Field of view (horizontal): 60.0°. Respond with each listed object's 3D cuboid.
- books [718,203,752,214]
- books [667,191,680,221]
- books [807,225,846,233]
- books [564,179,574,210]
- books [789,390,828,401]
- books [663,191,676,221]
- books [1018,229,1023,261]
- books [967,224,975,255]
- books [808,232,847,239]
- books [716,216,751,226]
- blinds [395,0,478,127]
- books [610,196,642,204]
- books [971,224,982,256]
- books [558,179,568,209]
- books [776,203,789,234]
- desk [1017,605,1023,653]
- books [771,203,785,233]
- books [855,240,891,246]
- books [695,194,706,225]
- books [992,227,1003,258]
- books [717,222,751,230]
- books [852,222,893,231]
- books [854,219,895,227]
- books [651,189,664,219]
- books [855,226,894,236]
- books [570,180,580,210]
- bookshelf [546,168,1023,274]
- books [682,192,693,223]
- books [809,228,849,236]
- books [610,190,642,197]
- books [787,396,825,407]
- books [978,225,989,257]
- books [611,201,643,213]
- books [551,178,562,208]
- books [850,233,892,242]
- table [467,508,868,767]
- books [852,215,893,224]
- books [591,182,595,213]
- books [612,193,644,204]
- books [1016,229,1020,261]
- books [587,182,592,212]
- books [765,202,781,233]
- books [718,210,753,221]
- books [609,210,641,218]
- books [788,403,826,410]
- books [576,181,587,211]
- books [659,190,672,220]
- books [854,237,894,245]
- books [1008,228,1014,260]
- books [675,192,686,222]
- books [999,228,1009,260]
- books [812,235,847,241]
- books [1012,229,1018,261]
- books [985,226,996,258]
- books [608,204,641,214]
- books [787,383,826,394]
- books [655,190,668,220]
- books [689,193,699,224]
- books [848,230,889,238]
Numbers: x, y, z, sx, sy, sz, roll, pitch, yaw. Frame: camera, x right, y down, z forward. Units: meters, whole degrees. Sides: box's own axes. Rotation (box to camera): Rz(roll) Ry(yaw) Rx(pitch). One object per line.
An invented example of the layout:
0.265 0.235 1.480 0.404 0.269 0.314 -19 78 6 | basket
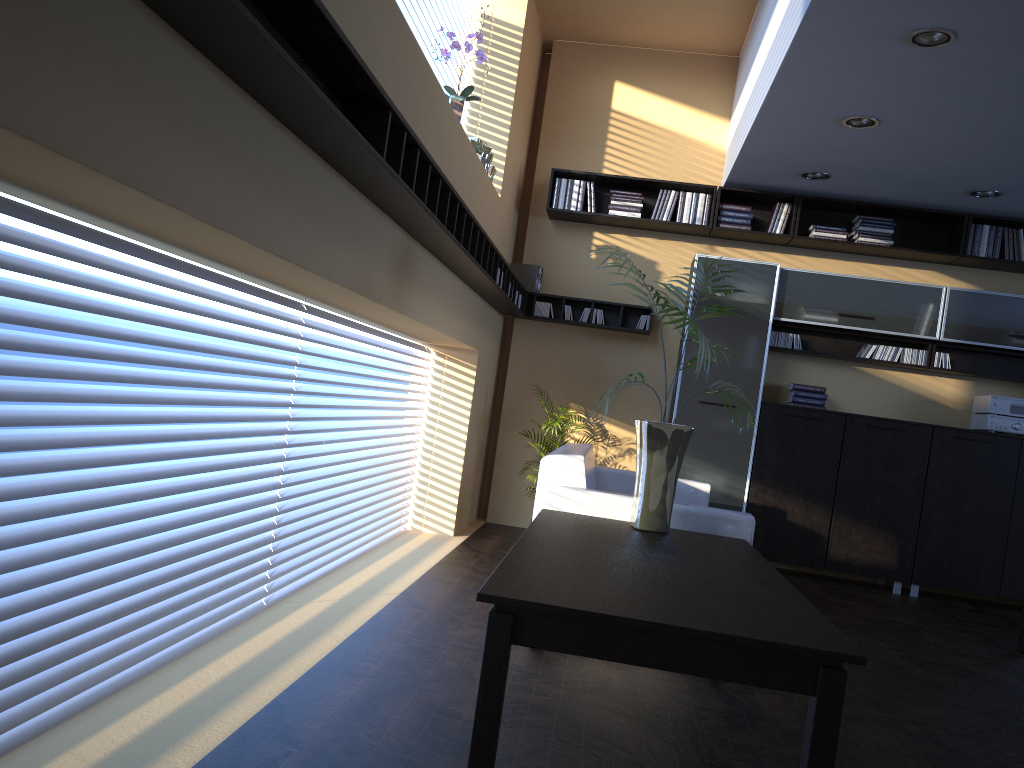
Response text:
1.790 -1.405 7.177 0.258 0.050 0.207 8 -1 6 | books
1.307 -1.422 7.243 0.075 0.259 0.207 8 0 6 | books
2.514 -1.227 7.095 0.258 0.028 0.207 8 -1 6 | books
0.472 -1.537 7.322 0.050 0.258 0.207 8 0 6 | books
2.375 0.092 7.112 0.258 0.050 0.207 8 -1 7 | books
1.274 -1.427 7.231 0.075 0.259 0.207 8 0 6 | books
3.937 -1.060 6.914 0.072 0.258 0.207 8 0 6 | books
3.563 -1.111 6.975 0.050 0.258 0.207 8 0 7 | books
2.514 -1.170 7.082 0.258 0.028 0.207 8 -1 7 | books
1.784 -1.303 7.171 0.258 0.050 0.207 8 -1 6 | books
-0.661 -2.237 3.888 0.039 1.461 5.394 8 -1 7 | blinds
0.934 -1.489 7.269 0.258 0.028 0.207 8 -1 7 | books
3.615 -1.104 6.969 0.050 0.258 0.207 8 0 7 | books
0.422 -1.544 7.339 0.050 0.258 0.207 8 0 6 | books
2.156 -1.305 7.127 0.075 0.259 0.207 8 0 6 | books
3.399 1.180 4.339 0.913 0.890 1.896 8 -1 7 | desk
2.126 -1.309 7.145 0.075 0.259 0.207 8 0 6 | books
2.845 -1.096 7.048 0.258 0.028 0.207 8 -1 6 | books
1.522 -1.393 7.201 0.050 0.258 0.207 8 0 7 | books
3.768 -1.083 6.950 0.050 0.258 0.207 8 0 7 | books
1.788 -1.250 7.175 0.258 0.050 0.207 8 -1 6 | books
2.865 -1.238 7.049 0.258 0.028 0.207 8 -1 6 | books
2.880 -1.264 7.045 0.258 0.028 0.207 8 -1 6 | books
1.181 -1.439 7.249 0.075 0.259 0.207 8 0 7 | books
2.873 -1.208 7.059 0.258 0.028 0.207 8 -1 7 | books
0.524 -1.530 7.324 0.050 0.258 0.207 8 0 7 | books
2.840 -1.230 7.070 5.122 0.340 0.361 8 0 7 | bookshelf
1.421 -1.406 7.220 0.050 0.258 0.207 8 0 7 | books
2.530 -1.196 7.087 0.258 0.028 0.207 8 -1 6 | books
0.935 -1.546 7.284 0.258 0.028 0.207 8 -1 7 | books
2.354 0.140 7.104 0.258 0.050 0.207 8 -1 7 | books
3.665 -1.098 6.957 0.050 0.258 0.207 8 0 7 | books
0.943 -1.459 7.288 0.258 0.028 0.207 8 -1 7 | books
0.371 -1.551 7.342 0.050 0.258 0.207 8 0 7 | books
2.856 -1.152 7.056 0.258 0.028 0.207 8 -1 6 | books
0.427 0.885 2.989 0.897 0.603 1.896 8 -1 7 | table
2.864 -1.295 7.050 0.258 0.028 0.207 8 -1 7 | books
0.669 -1.510 7.306 0.075 0.259 0.207 8 0 6 | books
0.952 -1.515 7.283 0.258 0.028 0.207 8 -1 6 | books
3.917 -1.063 6.942 0.072 0.258 0.207 8 0 7 | books
0.638 -1.514 7.314 0.075 0.259 0.207 8 0 6 | books
2.094 -1.314 7.144 0.075 0.259 0.207 8 0 7 | books
1.804 -1.351 7.179 0.258 0.050 0.207 8 -1 7 | books
0.925 -1.369 7.274 0.258 0.050 0.207 8 -1 7 | books
2.357 0.192 7.099 0.258 0.050 0.207 8 -1 7 | books
0.576 -1.523 7.319 0.050 0.258 0.207 8 0 6 | books
1.243 -1.431 7.234 0.075 0.259 0.207 8 0 7 | books
2.871 -1.121 7.055 0.258 0.028 0.207 8 -1 7 | books
3.862 -1.070 6.936 0.075 0.259 0.207 8 0 7 | books
1.370 -1.413 7.226 0.050 0.258 0.207 8 0 7 | books
3.831 -1.075 6.940 0.075 0.259 0.207 8 0 7 | books
2.520 -1.140 7.079 0.258 0.028 0.207 8 -1 7 | books
3.893 -1.064 6.928 0.072 0.258 0.207 8 0 7 | books
3.717 -1.090 6.958 0.050 0.258 0.207 8 0 7 | books
0.922 -1.421 7.279 0.258 0.050 0.207 8 -1 6 | books
2.359 0.038 7.103 0.258 0.050 0.207 8 -1 6 | books
1.212 -1.435 7.239 0.075 0.259 0.207 8 0 6 | books
1.471 -1.400 7.206 0.050 0.258 0.207 8 0 7 | books
2.840 -1.182 7.071 0.258 0.028 0.207 8 -1 6 | books
